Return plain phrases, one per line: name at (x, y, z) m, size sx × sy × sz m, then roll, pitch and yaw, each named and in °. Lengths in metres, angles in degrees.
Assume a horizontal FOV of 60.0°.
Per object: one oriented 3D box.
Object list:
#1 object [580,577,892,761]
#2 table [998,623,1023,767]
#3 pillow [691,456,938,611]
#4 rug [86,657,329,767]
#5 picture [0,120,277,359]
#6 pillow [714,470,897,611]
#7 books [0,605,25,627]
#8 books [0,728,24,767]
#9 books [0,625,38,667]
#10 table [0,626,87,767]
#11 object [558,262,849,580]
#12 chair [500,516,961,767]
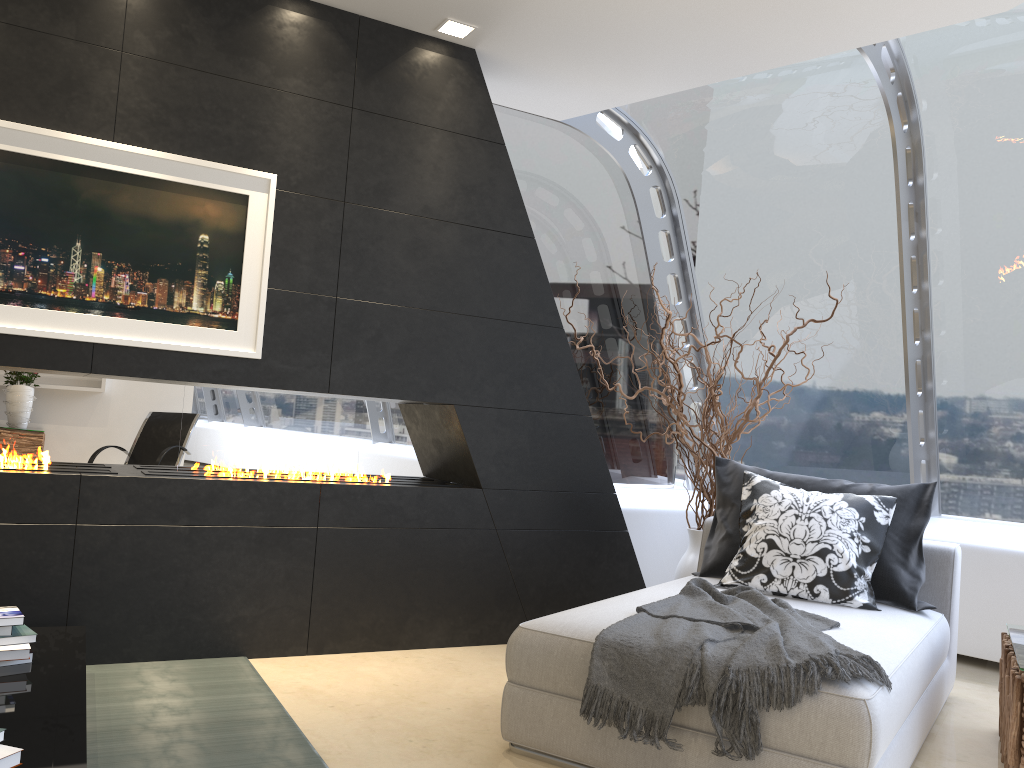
object at (0.807, 0.898, 2.879) m, size 0.825 × 0.359 × 1.024 m, roll 2°, pitch -3°, yaw 31°
table at (2.216, 1.172, 2.977) m, size 1.007 × 0.436 × 0.923 m, roll 3°, pitch -3°, yaw 27°
pillow at (1.384, 0.666, 4.047) m, size 1.070 × 0.597 × 0.510 m, roll 2°, pitch -3°, yaw 32°
rug at (-1.551, 1.060, 2.225) m, size 2.194 × 0.012 × 2.923 m, roll 6°, pitch -3°, yaw -27°
picture at (-1.961, -0.598, 3.350) m, size 2.068 × 0.804 × 0.025 m, roll 6°, pitch -3°, yaw -28°
pillow at (1.248, 0.660, 3.775) m, size 0.683 × 0.528 × 0.431 m, roll 3°, pitch -3°, yaw 26°
books at (-1.690, 0.758, 2.888) m, size 0.154 × 0.027 × 0.185 m, roll 6°, pitch -4°, yaw -37°
books at (-1.269, 0.816, 1.952) m, size 0.307 × 0.126 × 0.223 m, roll 4°, pitch -3°, yaw 10°
books at (-1.682, 0.834, 2.874) m, size 0.223 × 0.126 × 0.307 m, roll 7°, pitch -4°, yaw -39°
table at (-1.475, 0.979, 2.373) m, size 0.594 × 0.187 × 1.982 m, roll 6°, pitch -3°, yaw -26°
object at (0.961, 0.369, 5.213) m, size 1.508 × 2.059 × 1.370 m, roll 6°, pitch -3°, yaw -27°
chair at (1.006, 0.974, 3.504) m, size 1.176 × 0.690 × 2.068 m, roll 2°, pitch -3°, yaw 32°
